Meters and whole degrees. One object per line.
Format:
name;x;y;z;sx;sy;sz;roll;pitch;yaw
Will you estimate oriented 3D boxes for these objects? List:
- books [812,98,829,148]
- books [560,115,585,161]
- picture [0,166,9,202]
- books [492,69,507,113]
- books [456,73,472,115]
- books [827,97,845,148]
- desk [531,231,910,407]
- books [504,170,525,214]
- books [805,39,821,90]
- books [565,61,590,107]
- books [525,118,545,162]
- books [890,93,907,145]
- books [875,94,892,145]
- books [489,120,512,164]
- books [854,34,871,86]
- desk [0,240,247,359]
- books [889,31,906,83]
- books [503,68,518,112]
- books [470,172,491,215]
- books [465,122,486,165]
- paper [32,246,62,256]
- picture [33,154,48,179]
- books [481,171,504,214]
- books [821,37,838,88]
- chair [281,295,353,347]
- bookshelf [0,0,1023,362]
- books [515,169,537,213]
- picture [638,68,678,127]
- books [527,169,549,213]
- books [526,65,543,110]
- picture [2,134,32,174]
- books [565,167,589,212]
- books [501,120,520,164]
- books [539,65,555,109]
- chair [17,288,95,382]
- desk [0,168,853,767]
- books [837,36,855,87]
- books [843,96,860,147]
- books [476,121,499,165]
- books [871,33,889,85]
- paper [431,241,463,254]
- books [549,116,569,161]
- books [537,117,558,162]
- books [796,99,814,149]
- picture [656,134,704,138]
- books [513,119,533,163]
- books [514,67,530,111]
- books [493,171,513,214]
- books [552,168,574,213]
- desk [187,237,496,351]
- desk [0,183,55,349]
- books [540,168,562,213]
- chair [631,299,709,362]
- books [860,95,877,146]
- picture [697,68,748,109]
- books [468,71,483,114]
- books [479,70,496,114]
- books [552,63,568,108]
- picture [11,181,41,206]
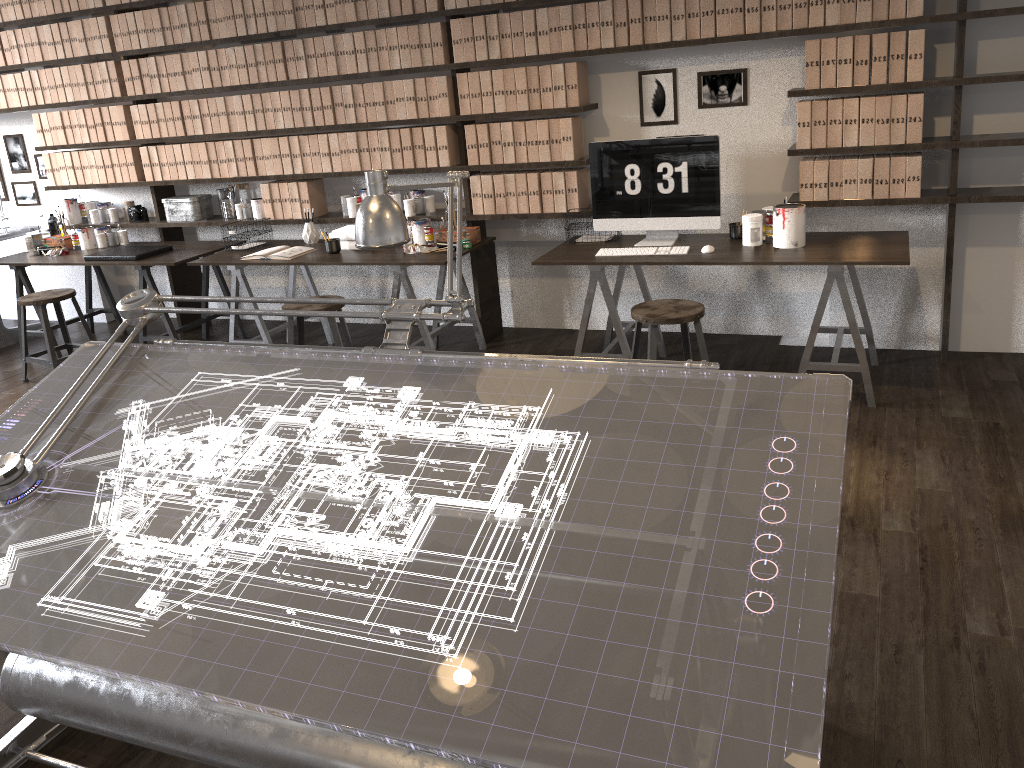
books;1.482;-1.249;4.251;0.067;0.222;0.177;2;19;23
books;0.324;-1.314;4.741;0.067;0.222;0.177;2;19;23
picture;-4.053;-1.672;6.746;0.415;0.566;0.040;3;19;23
books;-0.035;-1.591;4.805;0.067;0.222;0.177;2;19;23
books;-0.229;-1.603;4.891;0.067;0.222;0.177;2;19;23
books;1.547;-1.246;4.225;0.067;0.222;0.177;2;19;23
desk;1.015;-0.342;4.328;1.669;0.660;0.665;3;20;23
books;0.027;-1.072;4.958;0.067;0.222;0.177;2;19;23
books;1.427;-1.510;4.186;0.067;0.222;0.177;2;19;23
books;0.344;-1.571;4.647;0.067;0.222;0.177;2;19;23
books;0.144;-1.325;4.821;0.067;0.222;0.177;2;19;23
books;1.795;-1.231;4.117;0.067;0.222;0.177;2;19;23
books;1.736;-1.233;4.137;0.067;0.222;0.177;2;19;23
books;-0.052;-1.336;4.904;0.067;0.222;0.177;2;19;23
books;1.624;-1.499;4.103;0.067;0.222;0.177;2;19;23
desk;-2.578;-0.545;5.855;1.669;0.660;0.665;3;20;23
books;1.761;-1.491;4.045;0.067;0.222;0.177;2;19;23
books;0.024;-1.588;4.781;0.067;0.222;0.177;2;19;23
books;-0.164;-1.083;5.038;0.067;0.222;0.177;2;19;23
books;-0.189;-1.344;4.963;0.067;0.222;0.177;2;19;23
paper;-3.122;-0.890;5.925;0.155;0.037;0.139;-2;19;9
picture;-3.387;-1.597;6.487;0.251;0.181;0.023;3;19;23
books;-0.099;-1.078;5.007;0.067;0.222;0.177;2;19;23
books;1.493;-1.506;4.158;0.067;0.222;0.177;2;19;23
chair;-0.985;-0.163;4.566;0.372;0.520;0.363;-6;18;-2
bookshelf;-0.993;-1.142;5.486;9.183;3.162;0.378;3;19;23
books;0.089;-1.069;4.934;0.067;0.222;0.177;2;19;23
picture;0.772;-1.509;4.670;0.201;0.280;0.022;2;18;23
books;0.155;-1.064;4.900;0.067;0.222;0.177;2;19;23
books;0.148;-1.582;4.730;0.067;0.222;0.177;2;19;23
picture;-3.670;-1.708;6.576;0.201;0.280;0.022;2;18;23
books;0.356;-1.054;4.820;0.067;0.222;0.177;2;19;23
books;0.012;-1.331;4.872;0.067;0.222;0.177;2;19;23
books;0.213;-1.578;4.702;0.067;0.222;0.177;2;19;23
chair;-2.774;-0.290;5.398;0.372;0.520;0.363;6;21;31
desk;-0.383;0.252;1.927;2.070;1.367;1.092;3;20;23
books;1.556;-1.501;4.127;0.067;0.222;0.177;2;19;23
books;1.609;-1.241;4.195;0.067;0.222;0.177;2;19;23
books;-0.123;-1.338;4.929;0.067;0.222;0.177;2;19;23
books;1.690;-1.493;4.069;0.067;0.222;0.177;2;19;23
paper;-0.367;-0.735;4.754;0.155;0.037;0.139;10;24;36
books;0.267;-1.318;4.767;0.067;0.222;0.177;2;19;23
books;0.204;-1.320;4.789;0.067;0.222;0.177;2;19;23
books;1.415;-1.252;4.275;0.067;0.222;0.177;2;19;23
picture;0.897;-1.228;4.710;0.251;0.181;0.023;3;19;23
books;0.079;-1.329;4.848;0.067;0.222;0.177;2;19;23
books;0.083;-1.583;4.751;0.067;0.222;0.177;2;19;23
books;-0.032;-1.074;4.979;0.067;0.222;0.177;2;19;23
books;0.289;-1.056;4.844;0.067;0.222;0.177;2;19;23
desk;-0.954;-0.454;5.165;1.669;0.660;0.665;3;20;23
desk;-4.112;-0.825;6.404;1.270;1.082;1.086;3;20;23
books;0.226;-1.062;4.876;0.067;0.222;0.177;2;19;23
chair;0.692;-0.078;3.881;0.358;0.520;0.377;-8;18;-7
books;1.675;-1.236;4.163;0.067;0.222;0.177;2;19;23
picture;1.077;-1.511;4.532;0.251;0.181;0.023;3;19;23
books;-0.165;-1.599;4.862;0.067;0.222;0.177;2;19;23
books;-0.102;-1.594;4.831;0.067;0.222;0.177;2;19;23
books;0.276;-1.573;4.671;0.067;0.222;0.177;2;19;23
picture;-3.654;-1.432;6.663;0.251;0.181;0.023;3;19;23
